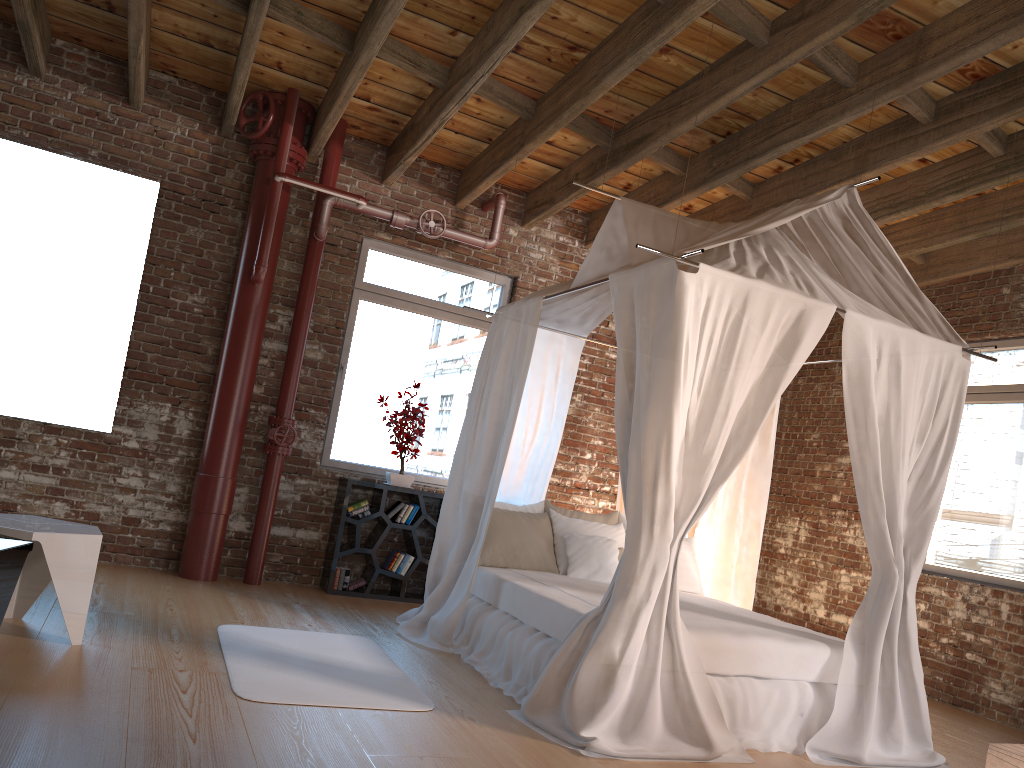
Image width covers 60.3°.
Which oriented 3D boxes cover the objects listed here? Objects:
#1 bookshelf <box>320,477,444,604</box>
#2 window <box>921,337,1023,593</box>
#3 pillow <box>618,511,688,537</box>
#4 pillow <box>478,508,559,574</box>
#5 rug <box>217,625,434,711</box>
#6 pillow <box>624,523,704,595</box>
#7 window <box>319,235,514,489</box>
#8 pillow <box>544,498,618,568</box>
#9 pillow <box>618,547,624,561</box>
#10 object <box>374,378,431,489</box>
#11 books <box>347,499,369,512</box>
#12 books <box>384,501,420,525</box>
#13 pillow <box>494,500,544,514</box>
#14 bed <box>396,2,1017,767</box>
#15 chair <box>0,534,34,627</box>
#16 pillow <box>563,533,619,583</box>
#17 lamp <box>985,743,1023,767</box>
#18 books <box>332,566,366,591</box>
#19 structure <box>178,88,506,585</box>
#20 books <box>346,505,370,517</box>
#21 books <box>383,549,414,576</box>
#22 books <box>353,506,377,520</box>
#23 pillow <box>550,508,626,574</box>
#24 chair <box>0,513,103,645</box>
[{"bbox_3d":[-0.936,1.197,6.705,0.867,0.843,0.290,12,-3,-24],"label":"bookshelf"},{"bbox_3d":[3.551,0.545,6.304,0.174,1.843,1.303,11,-3,-22],"label":"window"},{"bbox_3d":[1.002,1.204,6.334,0.639,0.497,0.206,12,-3,-24],"label":"pillow"},{"bbox_3d":[0.003,1.001,5.654,0.621,0.413,0.354,12,-4,-26],"label":"pillow"},{"bbox_3d":[-0.948,1.345,4.266,0.870,0.007,1.423,12,-7,-21],"label":"rug"},{"bbox_3d":[1.069,1.241,6.155,0.636,0.431,0.290,12,-4,-23],"label":"pillow"},{"bbox_3d":[-0.746,-0.127,6.993,1.362,1.844,0.166,12,-2,-24],"label":"window"},{"bbox_3d":[0.462,1.076,6.084,0.640,0.493,0.206,12,-3,-24],"label":"pillow"},{"bbox_3d":[0.720,1.200,5.840,0.292,0.233,0.160,12,-4,-25],"label":"pillow"},{"bbox_3d":[-0.840,0.357,6.693,0.422,0.838,0.391,11,-3,-28],"label":"object"},{"bbox_3d":[-1.151,0.897,6.519,0.156,0.109,0.133,12,-5,-23],"label":"books"},{"bbox_3d":[-0.838,0.970,6.664,0.247,0.165,0.132,12,-4,-24],"label":"books"},{"bbox_3d":[-0.064,0.974,5.833,0.641,0.491,0.197,12,-3,-24],"label":"pillow"},{"bbox_3d":[1.075,-0.156,5.179,2.529,3.872,2.643,11,-4,-23],"label":"bed"},{"bbox_3d":[-2.106,0.781,3.158,0.604,0.489,0.548,8,-5,20],"label":"chair"},{"bbox_3d":[0.518,1.126,5.708,0.388,0.290,0.214,11,-4,-15],"label":"pillow"},{"bbox_3d":[1.837,1.472,2.157,0.366,0.777,1.363,12,-5,-30],"label":"lamp"},{"bbox_3d":[-1.204,1.446,6.521,0.253,0.159,0.132,12,-4,-24],"label":"books"},{"bbox_3d":[-1.218,-0.220,6.376,2.025,3.455,0.570,11,-2,-25],"label":"structure"},{"bbox_3d":[-1.145,0.935,6.523,0.156,0.109,0.133,12,-5,-23],"label":"books"},{"bbox_3d":[-0.857,1.351,6.673,0.205,0.180,0.132,12,-4,-23],"label":"books"},{"bbox_3d":[-1.095,0.959,6.547,0.159,0.113,0.133,12,-5,-23],"label":"books"},{"bbox_3d":[0.540,1.085,5.901,0.620,0.402,0.345,12,-4,-26],"label":"pillow"},{"bbox_3d":[-2.150,0.853,3.873,0.521,0.489,0.635,7,-5,31],"label":"chair"}]
